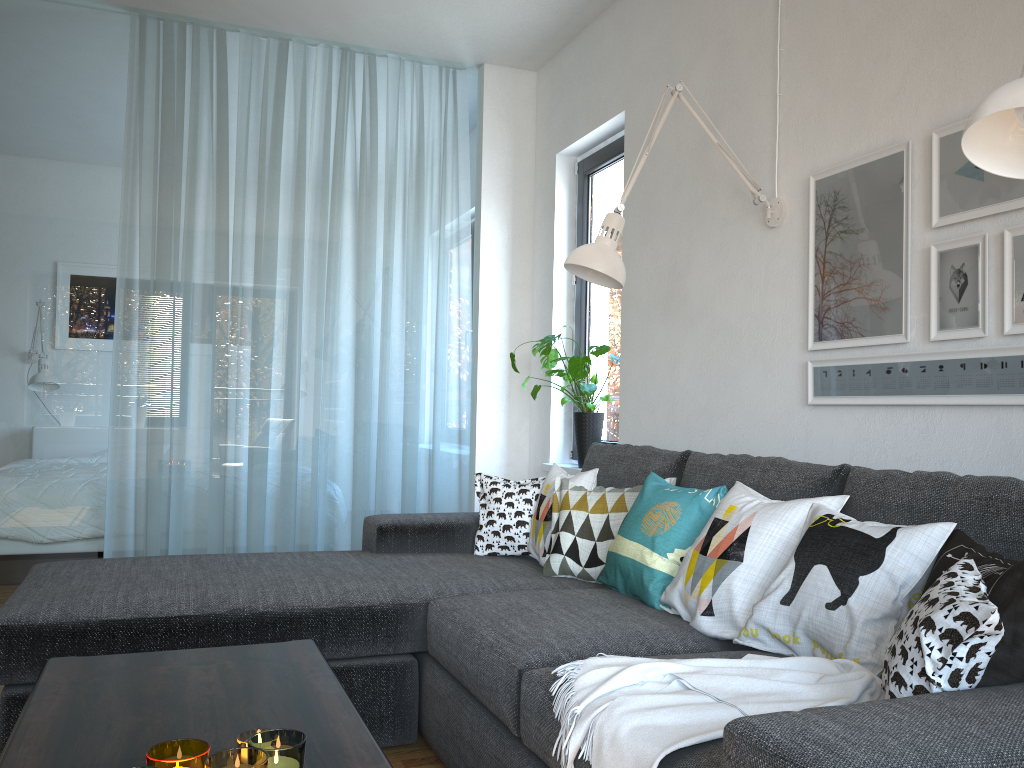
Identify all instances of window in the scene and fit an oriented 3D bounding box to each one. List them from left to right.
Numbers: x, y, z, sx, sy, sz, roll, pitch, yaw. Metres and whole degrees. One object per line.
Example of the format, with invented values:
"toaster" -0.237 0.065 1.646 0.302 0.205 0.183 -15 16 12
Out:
"window" 10.414 2.304 13.701 24.377 18.366 13.979 2 -1 -15

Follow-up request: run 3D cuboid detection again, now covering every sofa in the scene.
"sofa" -0.115 0.593 2.113 2.163 0.847 2.509 2 -2 -21

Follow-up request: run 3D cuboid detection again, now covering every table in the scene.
"table" -0.510 0.772 1.410 0.570 0.409 1.179 2 -2 -21

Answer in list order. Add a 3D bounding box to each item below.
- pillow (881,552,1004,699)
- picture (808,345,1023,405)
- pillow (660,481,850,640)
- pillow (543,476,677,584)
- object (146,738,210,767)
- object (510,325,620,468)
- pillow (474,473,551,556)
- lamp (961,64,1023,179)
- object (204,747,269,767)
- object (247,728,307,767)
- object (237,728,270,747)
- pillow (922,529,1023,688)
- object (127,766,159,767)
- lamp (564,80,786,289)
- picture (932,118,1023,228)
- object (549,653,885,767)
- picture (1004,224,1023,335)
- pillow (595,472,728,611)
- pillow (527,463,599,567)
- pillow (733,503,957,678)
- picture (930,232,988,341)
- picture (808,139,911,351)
"pillow" 0.679 0.442 1.409 0.169 0.312 0.358 1 -1 19
"picture" 1.052 -0.015 2.290 0.021 0.136 0.837 2 -2 -21
"pillow" 0.561 0.438 2.164 0.285 0.368 0.436 2 -1 -21
"pillow" 0.320 0.463 2.799 0.454 0.363 0.242 0 -2 35
"object" -0.439 0.521 1.164 0.079 0.081 0.079 2 -1 -26
"object" 0.257 0.054 4.104 0.447 0.675 0.657 2 -2 -30
"pillow" 0.004 0.475 3.164 0.334 0.320 0.160 1 -1 14
"lamp" 1.029 -0.660 1.502 0.698 0.669 0.200 2 -1 -30
"object" -0.354 0.522 1.138 0.079 0.081 0.079 2 -1 -26
"object" -0.321 0.524 1.209 0.079 0.081 0.079 2 -1 -26
"object" -0.364 0.536 1.273 0.060 0.061 0.060 2 -1 -16
"pillow" 0.827 0.432 1.527 0.234 0.358 0.450 1 -1 5
"object" -0.459 0.517 1.070 0.079 0.081 0.079 2 -1 -26
"lamp" 0.511 -0.630 2.838 0.698 0.669 0.200 2 -1 -12
"picture" 1.148 -0.524 2.079 0.021 0.248 0.390 2 -2 -21
"object" 0.345 0.601 1.627 0.606 0.212 0.488 2 -2 -25
"picture" 1.178 -0.239 1.981 0.021 0.248 0.166 2 -1 -21
"pillow" 0.431 0.430 2.491 0.273 0.340 0.414 2 -2 -22
"pillow" 0.168 0.446 2.993 0.173 0.344 0.360 2 -1 -22
"pillow" 0.679 0.426 1.841 0.266 0.318 0.382 2 -2 -21
"picture" 1.101 -0.235 2.179 0.021 0.248 0.166 2 -1 -21
"picture" 0.974 -0.372 2.506 0.013 0.534 0.390 2 -1 -21
